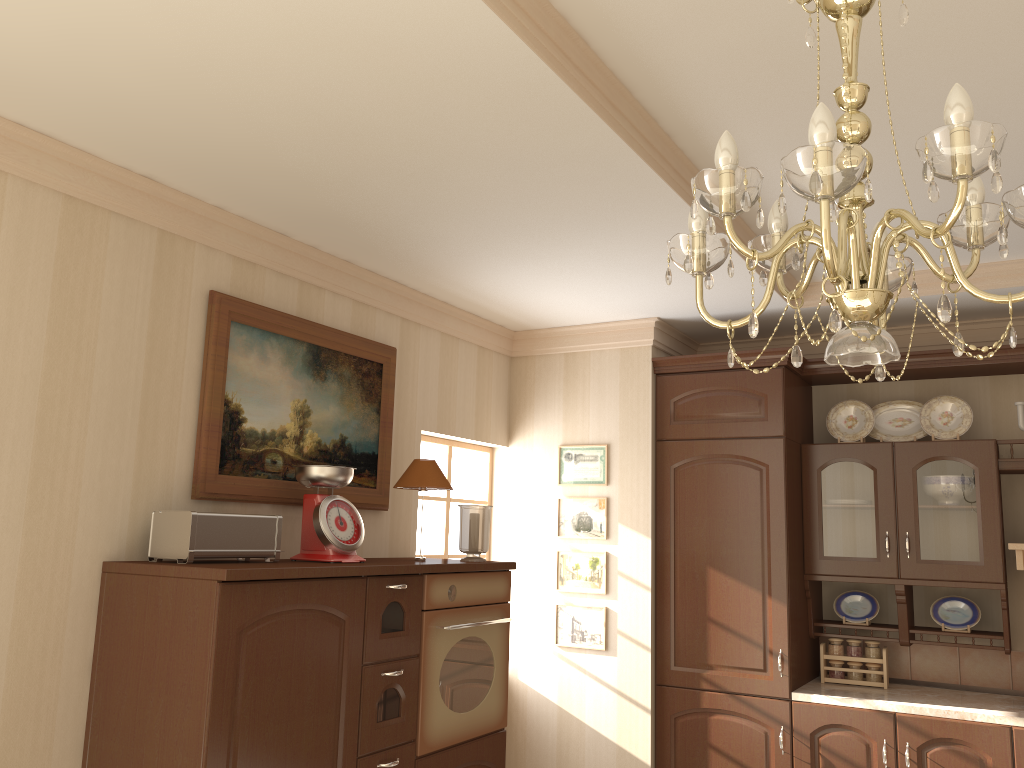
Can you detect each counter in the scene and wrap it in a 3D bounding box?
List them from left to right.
[{"bbox_3d":[1.994,1.142,2.566,2.603,0.034,2.422,-4,-11,30],"label":"counter"}]

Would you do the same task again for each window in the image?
[{"bbox_3d":[-0.328,0.817,4.222,0.050,1.100,0.765,-4,-11,30],"label":"window"}]

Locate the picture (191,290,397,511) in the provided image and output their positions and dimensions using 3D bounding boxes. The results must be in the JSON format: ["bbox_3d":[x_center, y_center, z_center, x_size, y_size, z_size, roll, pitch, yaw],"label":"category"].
[{"bbox_3d":[-0.748,0.106,3.290,0.036,0.687,0.990,-4,-11,30],"label":"picture"}]

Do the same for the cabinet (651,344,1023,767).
[{"bbox_3d":[1.749,0.829,2.782,3.226,2.313,2.436,-4,-11,30],"label":"cabinet"}]

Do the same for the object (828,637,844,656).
[{"bbox_3d":[1.485,1.204,4.063,0.068,0.088,0.068,11,-13,-43],"label":"object"}]

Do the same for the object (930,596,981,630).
[{"bbox_3d":[1.942,1.002,3.885,0.202,0.143,0.071,-4,-11,28],"label":"object"}]

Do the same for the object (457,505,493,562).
[{"bbox_3d":[-0.152,0.598,3.555,0.144,0.220,0.144,-1,-10,13],"label":"object"}]

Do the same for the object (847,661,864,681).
[{"bbox_3d":[1.553,1.299,4.013,0.068,0.088,0.068,11,-13,-43],"label":"object"}]

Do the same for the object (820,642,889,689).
[{"bbox_3d":[1.552,1.272,4.020,0.276,0.170,0.140,-3,-11,26],"label":"object"}]

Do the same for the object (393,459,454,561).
[{"bbox_3d":[-0.348,0.488,3.441,0.237,0.388,0.235,-7,-13,42],"label":"object"}]

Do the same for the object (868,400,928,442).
[{"bbox_3d":[1.798,0.172,4.124,0.342,0.209,0.073,-4,-11,31],"label":"object"}]

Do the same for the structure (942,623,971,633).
[{"bbox_3d":[1.941,1.017,3.878,0.110,0.126,0.080,-4,-11,30],"label":"structure"}]

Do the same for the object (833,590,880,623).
[{"bbox_3d":[1.588,1.026,4.092,0.202,0.143,0.071,-4,-11,28],"label":"object"}]

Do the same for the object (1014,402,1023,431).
[{"bbox_3d":[2.253,0.204,3.818,0.163,0.248,0.174,3,-10,-7],"label":"object"}]

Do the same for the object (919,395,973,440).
[{"bbox_3d":[1.944,0.148,3.975,0.220,0.210,0.068,-4,-11,28],"label":"object"}]

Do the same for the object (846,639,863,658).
[{"bbox_3d":[1.555,1.200,4.030,0.068,0.088,0.068,11,-13,-43],"label":"object"}]

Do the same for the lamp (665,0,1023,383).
[{"bbox_3d":[0.502,-0.510,1.319,0.501,0.982,0.502,2,-10,0],"label":"lamp"}]

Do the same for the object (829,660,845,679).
[{"bbox_3d":[1.482,1.303,4.047,0.068,0.088,0.068,11,-13,-43],"label":"object"}]

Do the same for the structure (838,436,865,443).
[{"bbox_3d":[1.593,0.222,4.165,0.110,0.126,0.080,-4,-11,30],"label":"structure"}]

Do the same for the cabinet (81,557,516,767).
[{"bbox_3d":[-0.584,1.278,2.944,0.538,1.349,1.513,-4,-11,30],"label":"cabinet"}]

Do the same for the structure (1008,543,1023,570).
[{"bbox_3d":[2.434,0.338,3.606,0.753,0.845,0.455,-4,-11,30],"label":"structure"}]

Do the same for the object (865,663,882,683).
[{"bbox_3d":[1.623,1.296,3.979,0.068,0.088,0.068,11,-13,-43],"label":"object"}]

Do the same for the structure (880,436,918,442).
[{"bbox_3d":[1.793,0.219,4.112,0.154,0.126,0.080,-4,-11,30],"label":"structure"}]

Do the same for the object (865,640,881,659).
[{"bbox_3d":[1.626,1.197,3.996,0.068,0.088,0.068,11,-13,-43],"label":"object"}]

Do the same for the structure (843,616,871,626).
[{"bbox_3d":[1.587,1.042,4.085,0.110,0.126,0.080,-4,-11,30],"label":"structure"}]

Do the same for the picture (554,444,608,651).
[{"bbox_3d":[0.334,0.776,4.283,0.268,0.964,0.010,-4,-11,30],"label":"picture"}]

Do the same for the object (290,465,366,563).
[{"bbox_3d":[-0.637,0.446,3.044,0.263,0.317,0.218,-5,-12,34],"label":"object"}]

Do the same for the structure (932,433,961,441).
[{"bbox_3d":[1.939,0.198,3.965,0.110,0.126,0.080,-4,-11,30],"label":"structure"}]

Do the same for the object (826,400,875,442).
[{"bbox_3d":[1.593,0.173,4.178,0.220,0.210,0.068,-4,-11,28],"label":"object"}]

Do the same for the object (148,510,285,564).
[{"bbox_3d":[-0.894,0.471,2.719,0.192,0.150,0.360,-4,-11,30],"label":"object"}]
